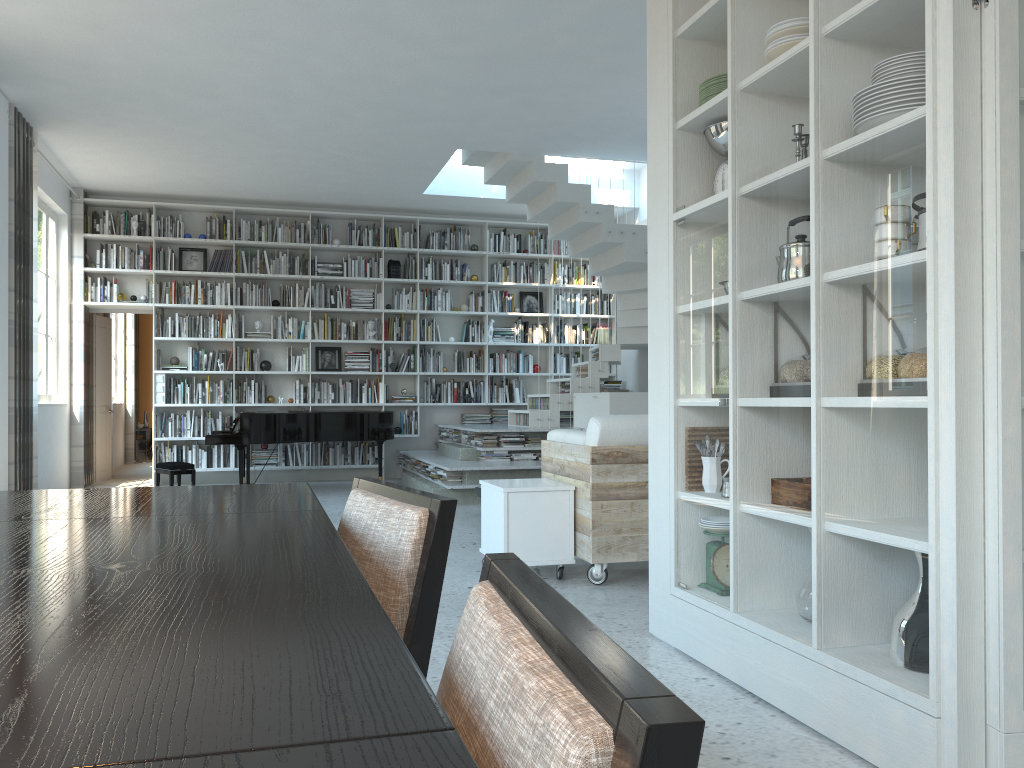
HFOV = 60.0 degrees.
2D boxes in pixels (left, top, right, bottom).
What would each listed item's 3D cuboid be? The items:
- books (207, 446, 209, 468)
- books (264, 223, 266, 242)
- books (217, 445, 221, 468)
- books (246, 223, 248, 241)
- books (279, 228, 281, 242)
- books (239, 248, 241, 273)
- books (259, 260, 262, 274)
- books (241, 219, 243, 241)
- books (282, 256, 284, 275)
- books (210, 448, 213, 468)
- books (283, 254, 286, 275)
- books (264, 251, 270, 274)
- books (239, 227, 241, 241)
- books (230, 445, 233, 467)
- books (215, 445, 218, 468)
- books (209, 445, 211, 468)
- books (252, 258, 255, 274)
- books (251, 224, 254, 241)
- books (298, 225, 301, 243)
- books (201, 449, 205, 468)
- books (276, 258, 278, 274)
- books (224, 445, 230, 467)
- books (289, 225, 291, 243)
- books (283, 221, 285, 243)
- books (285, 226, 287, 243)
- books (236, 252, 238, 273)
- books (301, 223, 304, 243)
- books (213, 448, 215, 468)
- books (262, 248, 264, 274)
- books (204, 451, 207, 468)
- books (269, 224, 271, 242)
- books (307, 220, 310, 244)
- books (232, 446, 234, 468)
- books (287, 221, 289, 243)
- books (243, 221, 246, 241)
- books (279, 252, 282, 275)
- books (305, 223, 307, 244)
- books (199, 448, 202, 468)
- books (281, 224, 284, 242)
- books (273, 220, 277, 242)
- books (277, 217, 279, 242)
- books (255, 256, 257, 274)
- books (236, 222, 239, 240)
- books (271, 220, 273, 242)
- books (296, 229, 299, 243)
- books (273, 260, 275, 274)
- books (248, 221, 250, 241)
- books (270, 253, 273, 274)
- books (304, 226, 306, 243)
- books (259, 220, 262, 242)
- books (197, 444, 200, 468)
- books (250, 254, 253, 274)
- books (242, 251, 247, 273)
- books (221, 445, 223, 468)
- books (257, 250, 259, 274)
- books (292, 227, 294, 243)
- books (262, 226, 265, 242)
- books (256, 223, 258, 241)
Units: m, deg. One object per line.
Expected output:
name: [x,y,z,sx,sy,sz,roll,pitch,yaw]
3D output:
books: [-3.440,0.826,10.046,0.023,0.244,0.188,0,-1,-16]
books: [-2.855,-1.726,10.252,0.013,0.234,0.154,0,-1,-16]
books: [-3.337,0.817,10.114,0.040,0.264,0.137,0,-1,-16]
books: [-3.048,-1.719,10.191,0.023,0.220,0.181,0,-1,-16]
books: [-2.695,-1.703,10.292,0.031,0.190,0.181,0,-1,-16]
books: [-3.125,-1.396,10.193,0.014,0.309,0.130,0,-1,-16]
books: [-2.901,-1.332,10.242,0.034,0.180,0.160,0,-1,-16]
books: [-3.106,-1.749,10.200,0.021,0.279,0.140,0,-1,-16]
books: [-2.662,-1.354,10.288,0.021,0.226,0.191,0,-1,-16]
books: [-3.413,0.841,10.084,0.024,0.214,0.137,0,-1,-16]
books: [-2.643,-1.371,10.313,0.028,0.261,0.135,0,-1,-16]
books: [-2.831,-1.384,10.244,0.075,0.285,0.178,0,-1,-16]
books: [-3.125,-1.701,10.184,0.024,0.183,0.133,0,-1,-16]
books: [-3.208,0.811,10.143,0.027,0.276,0.143,0,-1,-16]
books: [-3.363,0.820,10.083,0.027,0.256,0.179,0,-1,-16]
books: [-3.431,0.793,10.081,0.013,0.310,0.130,0,-1,-16]
books: [-2.977,-1.343,10.217,0.024,0.201,0.153,0,-1,-16]
books: [-2.985,-1.713,10.195,0.029,0.208,0.178,0,-1,-16]
books: [-2.479,-1.726,10.358,0.026,0.237,0.149,0,-1,-16]
books: [-3.496,0.845,10.037,0.028,0.206,0.171,0,-1,-16]
books: [-2.728,-1.347,10.308,0.024,0.212,0.128,0,-1,-16]
books: [-3.252,0.821,10.129,0.065,0.256,0.156,0,-1,-16]
books: [-2.590,-1.722,10.320,0.021,0.228,0.161,0,-1,-16]
books: [-2.652,-1.742,10.315,0.014,0.269,0.156,0,-1,-16]
books: [-2.633,-1.715,10.329,0.029,0.213,0.141,0,-1,-16]
books: [-3.146,-1.371,10.150,0.023,0.256,0.174,0,-1,-16]
books: [-2.455,-1.738,10.374,0.029,0.261,0.151,0,-1,-16]
books: [-3.387,0.836,10.079,0.022,0.224,0.141,0,-1,-16]
books: [-2.880,-1.399,10.256,0.013,0.315,0.135,0,-1,-16]
books: [-3.466,0.854,10.038,0.031,0.188,0.190,0,-1,-16]
books: [-2.803,-1.726,10.274,0.029,0.235,0.130,0,-1,-16]
books: [-2.385,-1.752,10.376,0.026,0.288,0.176,0,-1,-16]
books: [-3.175,0.832,10.108,0.017,0.233,0.212,0,-1,-16]
books: [-2.605,-1.741,10.309,0.014,0.266,0.192,0,-1,-16]
books: [-3.075,-1.737,10.188,0.031,0.254,0.145,0,-1,-16]
books: [-2.691,-1.384,10.305,0.026,0.286,0.137,0,-1,-16]
books: [-2.406,-1.741,10.374,0.014,0.267,0.171,0,-1,-16]
books: [-3.520,0.839,10.031,0.021,0.218,0.190,0,-1,-16]
books: [-2.670,-1.726,10.309,0.026,0.236,0.134,0,-1,-16]
books: [-2.747,-1.745,10.272,0.052,0.273,0.172,0,-1,-16]
books: [-2.719,-1.766,10.294,0.014,0.315,0.166,0,-1,-16]
books: [-2.950,-1.351,10.217,0.029,0.219,0.157,0,-1,-16]
books: [-3.146,-1.728,10.162,0.029,0.237,0.156,0,-1,-16]
books: [-2.779,-1.747,10.266,0.013,0.276,0.164,0,-1,-16]
books: [-2.504,-1.700,10.341,0.031,0.185,0.177,0,-1,-16]
books: [-2.758,-1.331,10.273,0.028,0.180,0.168,0,-1,-16]
books: [-3.026,-1.735,10.201,0.023,0.251,0.170,0,-1,-16]
books: [-2.786,-1.374,10.272,0.027,0.265,0.168,0,-1,-16]
books: [-2.423,-1.720,10.361,0.026,0.225,0.172,0,-1,-16]
books: [-2.907,-1.743,10.250,0.028,0.268,0.151,0,-1,-16]
books: [-3.543,0.814,10.025,0.025,0.266,0.159,0,-1,-16]
books: [-3.000,-1.363,10.197,0.031,0.242,0.181,0,-1,-16]
books: [-3.072,-1.379,10.192,0.067,0.274,0.168,0,-1,-16]
books: [-3.300,0.801,10.095,0.021,0.295,0.188,0,-1,-16]
books: [-2.925,-1.389,10.225,0.023,0.293,0.155,0,-1,-16]
books: [-2.550,-1.708,10.316,0.026,0.200,0.187,0,-1,-16]
books: [-2.877,-1.709,10.249,0.030,0.201,0.152,0,-1,-16]
books: [-2.947,-1.726,10.249,0.025,0.234,0.129,0,-1,-16]
